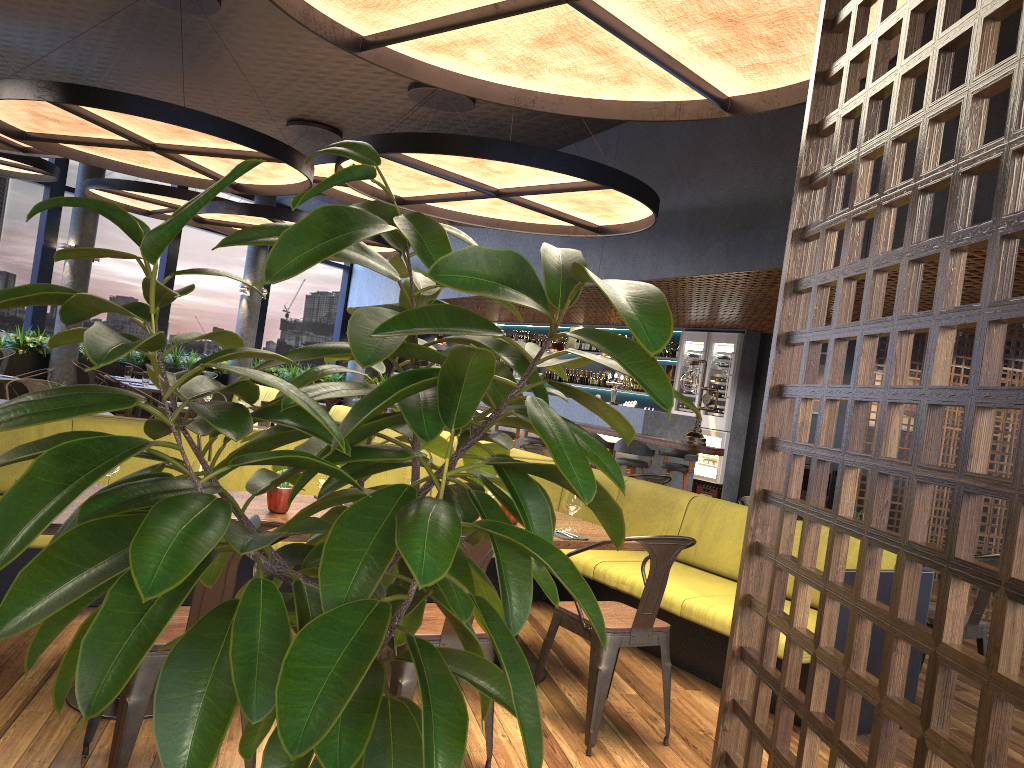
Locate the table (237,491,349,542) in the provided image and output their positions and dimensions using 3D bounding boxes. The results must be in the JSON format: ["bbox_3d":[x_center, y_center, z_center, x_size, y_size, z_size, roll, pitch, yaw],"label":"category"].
[{"bbox_3d":[-0.725,0.963,4.001,0.906,0.763,0.887,9,0,-33],"label":"table"}]

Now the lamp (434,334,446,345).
[{"bbox_3d":[-1.262,-1.059,16.068,0.250,0.673,0.250,8,0,44],"label":"lamp"}]

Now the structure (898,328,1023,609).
[{"bbox_3d":[4.447,0.765,8.484,1.319,2.700,0.050,8,0,-3],"label":"structure"}]

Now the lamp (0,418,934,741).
[{"bbox_3d":[1.455,0.306,5.831,9.057,2.714,3.017,9,0,-33],"label":"lamp"}]

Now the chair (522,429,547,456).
[{"bbox_3d":[0.302,1.010,11.933,0.438,1.048,0.483,8,0,-19],"label":"chair"}]

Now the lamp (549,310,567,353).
[{"bbox_3d":[0.714,-0.786,13.017,0.250,0.673,0.250,8,0,-1],"label":"lamp"}]

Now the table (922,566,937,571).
[{"bbox_3d":[2.069,1.380,5.488,0.887,0.763,0.906,9,0,-33],"label":"table"}]

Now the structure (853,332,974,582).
[{"bbox_3d":[4.380,0.761,9.686,1.319,2.700,0.050,8,0,-3],"label":"structure"}]

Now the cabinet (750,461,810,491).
[{"bbox_3d":[3.445,1.490,11.562,0.473,1.007,0.553,9,0,-33],"label":"cabinet"}]

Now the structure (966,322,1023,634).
[{"bbox_3d":[4.514,0.768,7.282,1.319,2.700,0.050,8,0,-3],"label":"structure"}]

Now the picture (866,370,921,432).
[{"bbox_3d":[4.522,0.186,10.633,0.028,0.697,1.039,9,0,-33],"label":"picture"}]

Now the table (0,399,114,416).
[{"bbox_3d":[-3.532,0.567,6.686,0.887,0.763,0.906,9,0,-33],"label":"table"}]

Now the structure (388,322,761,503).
[{"bbox_3d":[0.638,0.237,14.066,2.700,2.700,9.298,9,0,-33],"label":"structure"}]

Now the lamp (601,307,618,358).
[{"bbox_3d":[1.369,-0.696,12.005,0.250,0.673,0.250,8,0,-1],"label":"lamp"}]

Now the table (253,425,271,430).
[{"bbox_3d":[-1.951,0.802,7.599,1.007,0.760,1.007,8,0,4],"label":"table"}]

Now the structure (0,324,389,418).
[{"bbox_3d":[-6.955,-0.217,15.243,0.808,1.413,17.112,8,0,32],"label":"structure"}]

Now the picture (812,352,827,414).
[{"bbox_3d":[3.837,-0.034,11.719,0.028,0.809,1.039,9,0,-33],"label":"picture"}]

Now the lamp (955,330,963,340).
[{"bbox_3d":[4.494,-0.518,9.020,0.228,0.172,0.228,9,0,-33],"label":"lamp"}]

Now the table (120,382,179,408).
[{"bbox_3d":[-4.621,0.433,11.584,0.887,0.763,0.906,9,0,-33],"label":"table"}]

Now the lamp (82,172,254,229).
[{"bbox_3d":[-4.944,-3.179,13.525,2.778,1.159,2.778,8,0,2],"label":"lamp"}]

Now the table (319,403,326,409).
[{"bbox_3d":[-3.080,0.668,13.373,0.906,0.763,0.887,9,0,-33],"label":"table"}]

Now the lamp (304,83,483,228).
[{"bbox_3d":[-0.855,-2.600,9.747,2.778,1.159,2.778,8,0,17],"label":"lamp"}]

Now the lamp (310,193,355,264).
[{"bbox_3d":[-3.450,-3.003,16.806,1.979,1.093,1.979,8,0,20],"label":"lamp"}]

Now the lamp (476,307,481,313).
[{"bbox_3d":[-0.615,-0.970,15.069,0.250,0.673,0.250,8,0,-1],"label":"lamp"}]

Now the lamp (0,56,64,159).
[{"bbox_3d":[-5.929,-3.345,9.283,2.778,1.159,2.778,8,0,34],"label":"lamp"}]

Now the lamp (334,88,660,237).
[{"bbox_3d":[-0.028,-2.311,7.678,2.778,1.475,2.778,8,0,-29],"label":"lamp"}]

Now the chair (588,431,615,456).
[{"bbox_3d":[1.010,1.107,10.729,0.438,1.048,0.483,8,0,-4],"label":"chair"}]

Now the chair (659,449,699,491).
[{"bbox_3d":[1.927,1.240,10.586,0.483,1.048,0.438,8,0,28],"label":"chair"}]

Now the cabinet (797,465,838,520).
[{"bbox_3d":[3.822,1.542,10.980,0.473,1.007,0.553,9,0,-33],"label":"cabinet"}]

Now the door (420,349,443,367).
[{"bbox_3d":[-1.946,0.218,20.461,0.137,2.056,1.012,9,0,-33],"label":"door"}]

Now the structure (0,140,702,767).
[{"bbox_3d":[-0.268,0.512,1.383,0.993,1.763,1.166,8,0,27],"label":"structure"}]

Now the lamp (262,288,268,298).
[{"bbox_3d":[-4.909,-1.782,17.476,0.215,0.215,0.189,8,0,36],"label":"lamp"}]

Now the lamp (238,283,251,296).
[{"bbox_3d":[-5.146,-1.820,16.966,0.215,0.215,0.189,8,0,18],"label":"lamp"}]

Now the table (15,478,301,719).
[{"bbox_3d":[-1.470,0.851,3.502,0.906,0.763,0.887,9,0,-33],"label":"table"}]

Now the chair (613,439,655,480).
[{"bbox_3d":[1.337,1.152,10.242,0.438,1.048,0.483,9,0,-41],"label":"chair"}]

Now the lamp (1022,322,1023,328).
[{"bbox_3d":[4.603,-0.508,7.839,0.228,0.172,0.228,9,0,-33],"label":"lamp"}]

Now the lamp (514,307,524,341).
[{"bbox_3d":[0.089,-0.873,13.982,0.250,0.673,0.250,8,0,-1],"label":"lamp"}]

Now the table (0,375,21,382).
[{"bbox_3d":[-5.704,0.262,9.200,1.007,0.760,1.007,8,0,44],"label":"table"}]

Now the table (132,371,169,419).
[{"bbox_3d":[-6.096,0.239,15.584,0.887,0.763,0.906,8,0,31],"label":"table"}]

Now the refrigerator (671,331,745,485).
[{"bbox_3d":[2.834,0.317,12.816,0.454,2.109,1.159,9,0,-33],"label":"refrigerator"}]

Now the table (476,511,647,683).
[{"bbox_3d":[0.026,1.076,4.497,0.906,0.763,0.887,9,0,-33],"label":"table"}]

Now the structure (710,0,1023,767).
[{"bbox_3d":[0.447,0.140,1.036,0.050,2.700,0.852,8,0,-3],"label":"structure"}]

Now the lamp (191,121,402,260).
[{"bbox_3d":[-2.764,-2.689,11.942,2.778,1.475,2.778,8,0,21],"label":"lamp"}]

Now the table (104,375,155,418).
[{"bbox_3d":[-5.324,0.336,12.669,0.906,0.763,0.887,9,0,-33],"label":"table"}]

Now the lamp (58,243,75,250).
[{"bbox_3d":[-7.036,-2.112,13.941,0.215,0.215,0.189,8,0,24],"label":"lamp"}]

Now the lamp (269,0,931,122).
[{"bbox_3d":[0.331,-2.280,3.681,2.778,1.475,2.778,9,0,-33],"label":"lamp"}]

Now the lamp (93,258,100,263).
[{"bbox_3d":[-6.779,-2.072,14.441,0.215,0.215,0.189,8,0,32],"label":"lamp"}]

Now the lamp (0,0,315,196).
[{"bbox_3d":[-3.068,-2.755,7.847,2.778,1.475,2.778,8,0,16],"label":"lamp"}]

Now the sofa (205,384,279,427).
[{"bbox_3d":[-3.827,0.480,12.844,0.966,0.914,3.061,9,0,-33],"label":"sofa"}]

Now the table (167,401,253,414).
[{"bbox_3d":[-3.113,0.641,9.230,0.906,0.763,0.887,9,0,-33],"label":"table"}]

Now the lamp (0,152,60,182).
[{"bbox_3d":[-7.257,-3.584,12.192,1.979,1.093,1.979,8,0,20],"label":"lamp"}]
